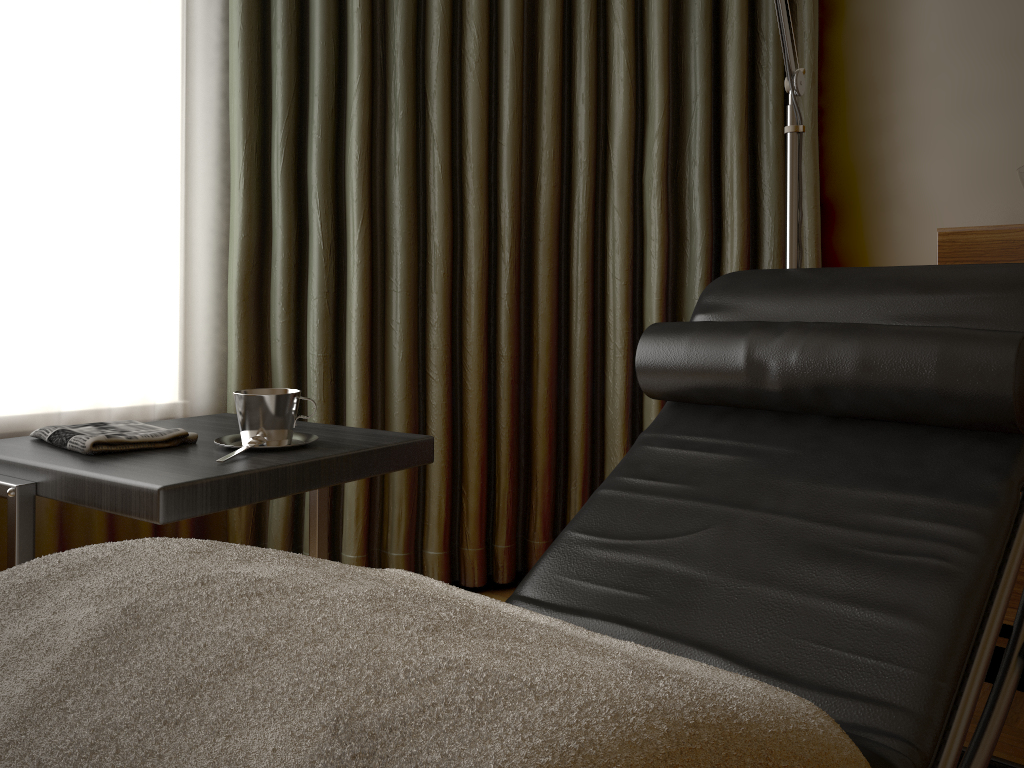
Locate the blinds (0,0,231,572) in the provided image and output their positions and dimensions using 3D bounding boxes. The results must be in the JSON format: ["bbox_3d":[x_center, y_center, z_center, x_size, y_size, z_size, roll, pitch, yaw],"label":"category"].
[{"bbox_3d":[-1.464,-0.595,1.495,0.092,2.289,2.198,0,2,43],"label":"blinds"}]

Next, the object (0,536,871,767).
[{"bbox_3d":[-0.261,0.426,0.557,0.919,0.520,0.910,4,5,43],"label":"object"}]

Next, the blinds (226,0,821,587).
[{"bbox_3d":[0.031,-0.716,2.277,1.532,2.451,0.224,0,0,-2],"label":"blinds"}]

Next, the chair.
[{"bbox_3d":[0.109,0.246,0.935,0.636,0.796,1.790,2,4,42],"label":"chair"}]

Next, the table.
[{"bbox_3d":[-0.477,0.109,1.359,0.518,0.045,0.500,4,6,34],"label":"table"}]

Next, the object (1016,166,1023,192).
[{"bbox_3d":[1.142,-0.402,1.844,0.156,0.154,0.156,0,2,-1],"label":"object"}]

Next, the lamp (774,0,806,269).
[{"bbox_3d":[0.244,-0.317,1.197,1.415,1.966,0.452,-1,1,-44],"label":"lamp"}]

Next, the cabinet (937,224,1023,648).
[{"bbox_3d":[1.644,0.146,1.437,1.677,0.861,0.416,4,3,43],"label":"cabinet"}]

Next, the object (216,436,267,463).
[{"bbox_3d":[-0.374,0.088,1.216,0.029,0.019,0.124,1,5,12],"label":"object"}]

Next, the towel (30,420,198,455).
[{"bbox_3d":[-0.600,0.078,1.339,0.179,0.035,0.241,-4,7,-43],"label":"towel"}]

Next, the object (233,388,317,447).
[{"bbox_3d":[-0.360,0.050,1.321,0.098,0.078,0.111,3,4,44],"label":"object"}]

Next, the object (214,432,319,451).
[{"bbox_3d":[-0.365,0.086,1.317,0.150,0.009,0.150,-4,7,-42],"label":"object"}]
